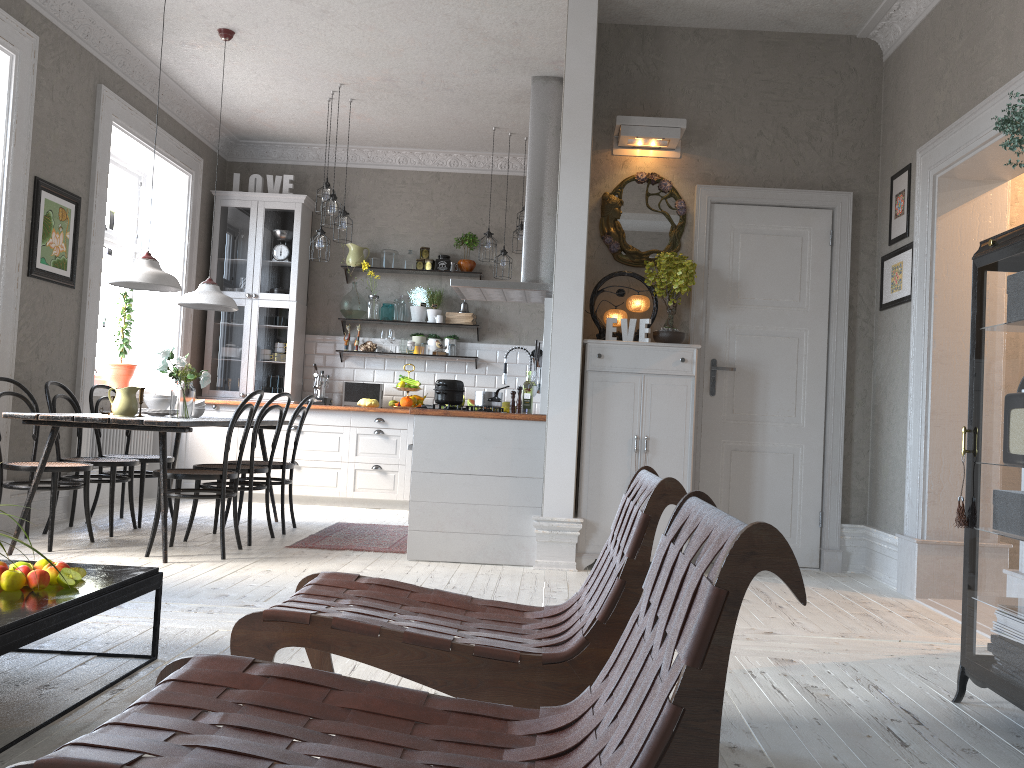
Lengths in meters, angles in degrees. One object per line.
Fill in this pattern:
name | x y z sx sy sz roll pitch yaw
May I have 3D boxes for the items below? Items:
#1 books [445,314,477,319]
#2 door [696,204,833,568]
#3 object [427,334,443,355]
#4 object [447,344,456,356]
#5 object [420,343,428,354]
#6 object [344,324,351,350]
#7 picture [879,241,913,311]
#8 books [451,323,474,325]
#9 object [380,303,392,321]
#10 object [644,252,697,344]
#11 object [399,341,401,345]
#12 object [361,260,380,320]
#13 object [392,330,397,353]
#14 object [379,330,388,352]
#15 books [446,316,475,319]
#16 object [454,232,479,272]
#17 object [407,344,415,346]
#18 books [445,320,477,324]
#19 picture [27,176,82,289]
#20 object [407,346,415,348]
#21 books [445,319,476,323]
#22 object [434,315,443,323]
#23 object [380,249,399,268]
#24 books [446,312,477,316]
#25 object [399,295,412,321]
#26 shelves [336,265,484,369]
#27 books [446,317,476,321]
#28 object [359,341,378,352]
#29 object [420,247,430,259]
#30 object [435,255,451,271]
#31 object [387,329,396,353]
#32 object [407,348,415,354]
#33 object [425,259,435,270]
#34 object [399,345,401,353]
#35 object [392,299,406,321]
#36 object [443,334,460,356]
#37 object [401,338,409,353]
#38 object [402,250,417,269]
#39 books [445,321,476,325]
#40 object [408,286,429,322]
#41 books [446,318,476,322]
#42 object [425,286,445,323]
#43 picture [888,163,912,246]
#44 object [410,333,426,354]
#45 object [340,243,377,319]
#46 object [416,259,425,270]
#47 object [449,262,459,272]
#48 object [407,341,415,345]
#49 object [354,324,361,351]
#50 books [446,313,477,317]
books | -0.478 -0.633 8.314 0.258 0.016 0.159 2 -2 13
door | 1.538 0.002 5.378 0.751 2.183 0.080 3 -2 0
object | -0.735 -0.370 8.341 0.170 0.214 0.150 2 -3 31
object | -0.559 -0.315 8.232 0.078 0.108 0.077 3 -2 -5
object | -0.818 -0.327 8.259 0.078 0.108 0.077 3 -2 -5
object | -1.548 -0.435 8.316 0.054 0.264 0.060 4 -3 -27
picture | 2.210 -0.612 5.084 0.014 0.331 0.489 3 -2 3
books | -0.481 -0.557 8.311 0.260 0.011 0.158 3 -2 4
object | -1.175 -0.669 8.341 0.125 0.172 0.126 3 -2 5
object | 0.939 -0.497 5.188 0.291 0.553 0.347 1 -3 36
object | -1.028 -0.355 8.325 0.077 0.083 0.079 2 -2 19
object | -1.312 -0.867 8.206 0.192 0.540 0.279 3 -2 -6
object | -1.118 -0.394 8.308 0.082 0.217 0.081 3 -2 -13
object | -1.204 -0.398 8.313 0.082 0.217 0.081 3 -2 -13
books | -0.478 -0.622 8.314 0.260 0.011 0.158 3 -2 7
object | -0.407 -1.229 8.306 0.257 0.397 0.245 2 -3 26
object | -0.935 -0.340 8.205 0.076 0.051 0.078 2 -2 20
books | -0.480 -0.579 8.312 0.258 0.016 0.159 2 -2 13
picture | -2.910 -0.950 5.655 0.020 0.620 0.521 3 -2 3
object | -0.936 -0.323 8.205 0.077 0.051 0.077 3 -2 -6
books | -0.480 -0.589 8.313 0.259 0.016 0.159 2 -2 10
object | -0.673 -0.600 8.222 0.104 0.071 0.064 2 -3 31
object | -1.154 -1.160 8.313 0.168 0.184 0.176 1 -3 41
books | -0.476 -0.654 8.315 0.260 0.011 0.158 3 -2 7
object | -1.023 -0.705 8.403 0.131 0.264 0.132 3 -2 7
shelves | -0.951 -0.602 8.308 1.316 0.923 0.228 3 -2 0
books | -0.479 -0.611 8.313 0.260 0.011 0.158 3 -2 4
object | -1.345 -0.352 8.271 0.179 0.111 0.095 4 -2 -22
object | -0.818 -1.220 8.295 0.084 0.113 0.081 4 -2 -19
object | -0.643 -1.128 8.349 0.142 0.174 0.142 3 -2 1
object | -1.119 -0.397 8.219 0.082 0.217 0.081 3 -2 -13
object | -0.937 -0.306 8.204 0.077 0.051 0.077 3 -2 -6
object | -0.770 -1.106 8.298 0.082 0.113 0.083 2 -2 11
object | -1.029 -0.322 8.324 0.077 0.083 0.079 2 -2 19
object | -1.054 -0.683 8.252 0.123 0.206 0.127 2 -2 24
object | -0.570 -0.360 8.348 0.159 0.213 0.153 3 -2 -1
object | -1.001 -0.351 8.249 0.080 0.139 0.077 4 -3 -26
object | -0.970 -1.164 8.407 0.143 0.220 0.137 5 -3 -39
books | -0.481 -0.568 8.312 0.260 0.011 0.158 3 -2 7
object | -0.860 -0.746 8.344 0.242 0.354 0.237 2 -2 19
books | -0.479 -0.600 8.313 0.260 0.011 0.158 3 -2 7
object | -0.729 -0.753 8.292 0.188 0.380 0.166 5 -3 -38
picture | 2.232 -1.026 5.098 0.012 0.416 0.282 3 -2 3
object | -0.891 -0.382 8.333 0.159 0.217 0.154 4 -2 -19
object | -1.481 -0.942 8.254 0.340 0.674 0.331 4 -3 -30
object | -0.857 -1.110 8.303 0.083 0.113 0.083 3 -2 1
object | -0.538 -1.087 8.248 0.093 0.096 0.074 3 -2 2
object | -0.934 -0.366 8.206 0.078 0.051 0.076 3 -2 -13
object | -1.443 -0.431 8.299 0.052 0.264 0.063 1 -3 38
books | -0.477 -0.643 8.315 0.259 0.016 0.159 2 -2 10
